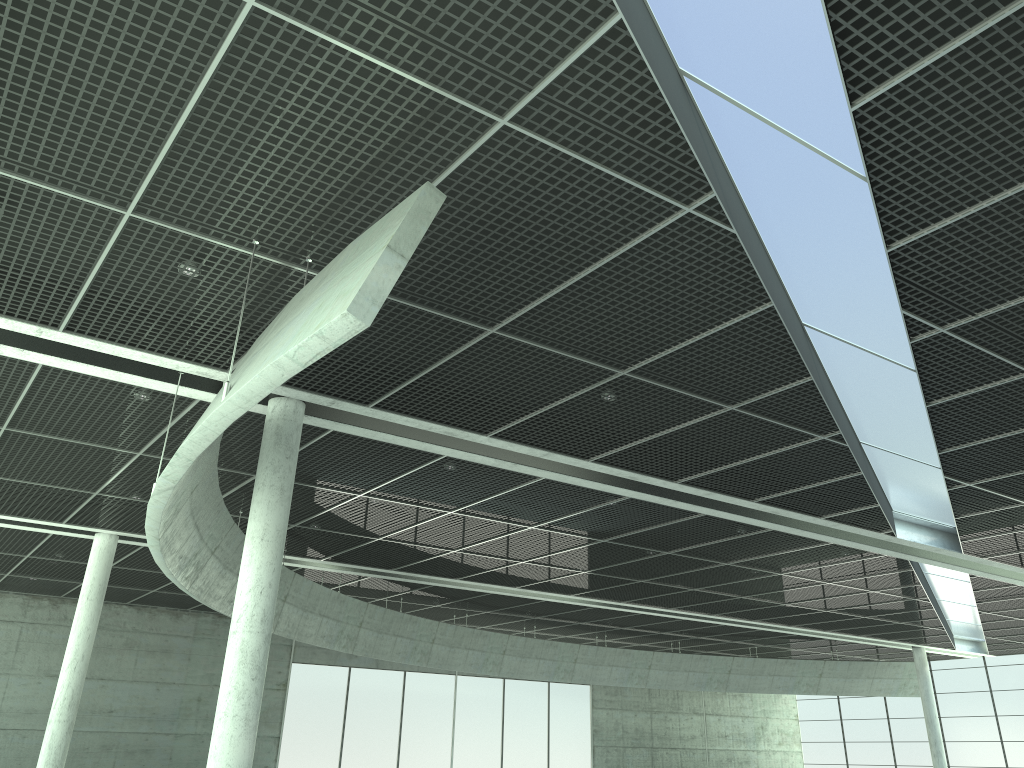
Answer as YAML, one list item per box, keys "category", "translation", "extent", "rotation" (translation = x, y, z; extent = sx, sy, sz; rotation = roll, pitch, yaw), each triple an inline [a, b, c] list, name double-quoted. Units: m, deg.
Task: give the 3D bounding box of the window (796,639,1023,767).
- category: "window"
  translation: [23.426, 16.502, 46.651]
  extent: [100.691, 16.081, 99.653]
  rotation: [18, -30, -31]

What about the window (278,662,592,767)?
- category: "window"
  translation: [-5.459, 35.666, 82.449]
  extent: [33.497, 10.663, 0.159]
  rotation: [18, -30, -31]
